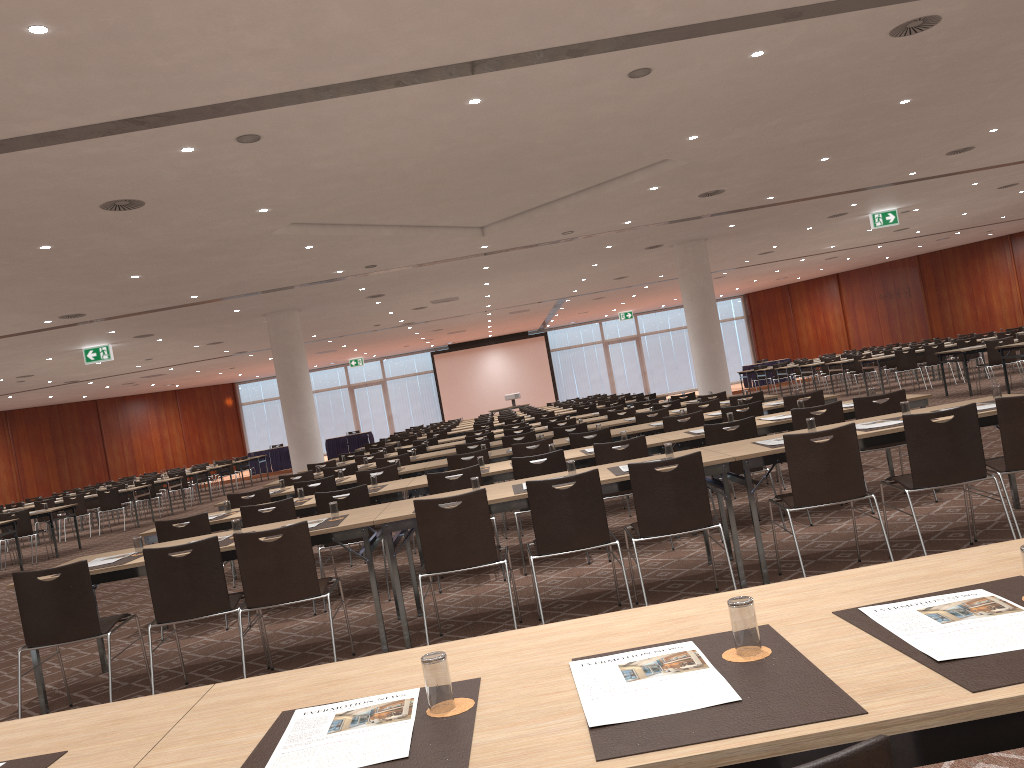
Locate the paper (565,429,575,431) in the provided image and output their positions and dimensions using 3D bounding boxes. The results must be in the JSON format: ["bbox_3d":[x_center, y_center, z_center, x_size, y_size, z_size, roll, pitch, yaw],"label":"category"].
[{"bbox_3d":[0.710,0.626,11.881,0.283,0.006,0.398,-10,-1,-1],"label":"paper"}]

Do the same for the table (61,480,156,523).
[{"bbox_3d":[-11.422,3.305,25.222,2.267,0.833,0.953,-10,0,-1],"label":"table"}]

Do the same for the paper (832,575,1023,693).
[{"bbox_3d":[0.982,0.483,1.781,0.460,0.003,0.565,-10,-1,-3],"label":"paper"}]

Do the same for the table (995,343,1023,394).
[{"bbox_3d":[9.138,-0.396,14.137,2.267,0.833,0.953,-10,0,-1],"label":"table"}]

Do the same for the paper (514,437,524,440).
[{"bbox_3d":[0.100,0.733,11.863,0.283,0.006,0.398,-10,-1,-3],"label":"paper"}]

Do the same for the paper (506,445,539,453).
[{"bbox_3d":[0.166,0.705,9.825,0.460,0.003,0.565,-10,-1,1],"label":"paper"}]

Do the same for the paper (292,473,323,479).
[{"bbox_3d":[-2.730,1.230,11.745,0.460,0.003,0.565,-10,-1,-1],"label":"paper"}]

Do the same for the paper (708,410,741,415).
[{"bbox_3d":[2.369,0.317,9.903,0.283,0.006,0.398,-10,-1,-4],"label":"paper"}]

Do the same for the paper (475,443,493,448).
[{"bbox_3d":[-0.487,0.838,11.794,0.460,0.003,0.565,-10,-1,0],"label":"paper"}]

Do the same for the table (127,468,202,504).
[{"bbox_3d":[-11.501,3.358,29.221,2.267,0.833,0.953,-10,0,-1],"label":"table"}]

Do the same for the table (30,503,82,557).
[{"bbox_3d":[-8.999,2.789,15.769,2.267,0.833,0.953,-10,0,-1],"label":"table"}]

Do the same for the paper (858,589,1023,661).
[{"bbox_3d":[0.928,0.489,1.830,0.283,0.006,0.398,-10,-1,1],"label":"paper"}]

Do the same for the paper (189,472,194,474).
[{"bbox_3d":[-8.597,2.367,23.130,0.460,0.003,0.565,-10,-1,-1],"label":"paper"}]

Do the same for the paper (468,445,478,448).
[{"bbox_3d":[-0.561,0.848,11.873,0.283,0.006,0.398,-10,-1,0],"label":"paper"}]

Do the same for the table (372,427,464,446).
[{"bbox_3d":[-2.216,1.659,21.408,2.267,0.833,0.953,-10,0,-1],"label":"table"}]

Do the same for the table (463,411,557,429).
[{"bbox_3d":[0.020,1.269,21.453,2.267,0.833,0.953,-10,0,-1],"label":"table"}]

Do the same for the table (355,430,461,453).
[{"bbox_3d":[-2.176,1.633,19.408,2.267,0.833,0.953,-10,0,-1],"label":"table"}]

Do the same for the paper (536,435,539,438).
[{"bbox_3d":[0.146,0.728,11.782,0.460,0.003,0.565,-10,-1,0],"label":"paper"}]

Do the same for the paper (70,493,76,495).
[{"bbox_3d":[-11.435,2.862,23.071,0.460,0.003,0.565,-10,-1,-1],"label":"paper"}]

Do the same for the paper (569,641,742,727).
[{"bbox_3d":[0.274,0.603,1.812,0.283,0.006,0.398,-10,-1,-2],"label":"paper"}]

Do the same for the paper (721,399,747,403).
[{"bbox_3d":[2.972,0.232,11.942,0.283,0.006,0.398,-10,-1,0],"label":"paper"}]

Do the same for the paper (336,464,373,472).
[{"bbox_3d":[-2.098,1.120,11.766,0.460,0.003,0.565,-10,-1,-1],"label":"paper"}]

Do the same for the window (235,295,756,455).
[{"bbox_3d":[-0.619,-0.115,39.420,22.960,3.872,0.217,-10,0,-1],"label":"window"}]

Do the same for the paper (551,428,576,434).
[{"bbox_3d":[0.765,0.620,11.819,0.460,0.003,0.565,-10,-1,-3],"label":"paper"}]

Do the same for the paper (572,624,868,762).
[{"bbox_3d":[0.365,0.591,1.758,0.460,0.003,0.565,-10,-1,0],"label":"paper"}]

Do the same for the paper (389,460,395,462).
[{"bbox_3d":[-1.519,1.015,11.819,0.283,0.006,0.398,-10,-1,0],"label":"paper"}]

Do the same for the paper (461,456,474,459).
[{"bbox_3d":[-0.503,0.818,9.872,0.283,0.006,0.398,-10,-1,-2],"label":"paper"}]

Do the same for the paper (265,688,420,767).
[{"bbox_3d":[-0.339,0.710,1.815,0.283,0.006,0.398,-10,-1,-3],"label":"paper"}]

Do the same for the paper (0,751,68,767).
[{"bbox_3d":[-1.243,0.871,1.737,0.460,0.003,0.565,-10,-1,2],"label":"paper"}]

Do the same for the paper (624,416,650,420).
[{"bbox_3d":[1.680,0.457,11.895,0.283,0.006,0.398,-10,-1,-2],"label":"paper"}]

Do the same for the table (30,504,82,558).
[{"bbox_3d":[-8.999,2.789,15.769,2.267,0.833,0.953,-10,0,-1],"label":"table"}]

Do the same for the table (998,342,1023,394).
[{"bbox_3d":[9.138,-0.396,14.137,2.267,0.833,0.953,-10,0,-1],"label":"table"}]

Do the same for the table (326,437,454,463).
[{"bbox_3d":[-2.107,1.586,15.909,2.267,0.833,0.953,-10,0,-1],"label":"table"}]

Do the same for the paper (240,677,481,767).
[{"bbox_3d":[-0.300,0.707,1.740,0.460,0.003,0.565,-10,-1,1],"label":"paper"}]

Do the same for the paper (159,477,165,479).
[{"bbox_3d":[-9.268,2.481,23.205,0.283,0.006,0.398,-10,-1,-3],"label":"paper"}]

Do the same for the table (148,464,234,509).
[{"bbox_3d":[-9.186,2.915,25.267,2.267,0.833,0.953,-10,0,-1],"label":"table"}]

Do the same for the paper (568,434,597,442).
[{"bbox_3d":[0.836,0.588,9.832,0.460,0.003,0.565,-10,-1,1],"label":"paper"}]

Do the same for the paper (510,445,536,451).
[{"bbox_3d":[0.115,0.710,9.869,0.283,0.006,0.398,-10,-1,-2],"label":"paper"}]

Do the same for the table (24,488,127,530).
[{"bbox_3d":[-11.383,3.279,23.223,2.267,0.833,0.953,-10,0,-1],"label":"table"}]

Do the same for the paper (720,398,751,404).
[{"bbox_3d":[2.998,0.230,11.849,0.460,0.003,0.565,-10,-1,-3],"label":"paper"}]

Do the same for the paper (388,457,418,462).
[{"bbox_3d":[-1.478,1.011,11.774,0.460,0.003,0.565,-10,-1,-1],"label":"paper"}]

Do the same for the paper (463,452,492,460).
[{"bbox_3d":[-0.458,0.814,9.793,0.460,0.003,0.565,-10,-1,0],"label":"paper"}]

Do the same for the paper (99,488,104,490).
[{"bbox_3d":[-10.816,2.754,23.084,0.460,0.003,0.565,-10,-1,1],"label":"paper"}]

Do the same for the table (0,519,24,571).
[{"bbox_3d":[-8.959,2.762,13.770,2.267,0.833,0.953,-10,0,-1],"label":"table"}]

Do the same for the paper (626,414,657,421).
[{"bbox_3d":[1.751,0.448,11.846,0.460,0.003,0.565,-10,-1,-1],"label":"paper"}]

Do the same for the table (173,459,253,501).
[{"bbox_3d":[-9.226,2.942,27.267,2.267,0.833,0.953,-10,0,-1],"label":"table"}]

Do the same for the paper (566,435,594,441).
[{"bbox_3d":[0.751,0.599,9.865,0.283,0.006,0.398,-10,-1,-2],"label":"paper"}]

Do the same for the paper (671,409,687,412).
[{"bbox_3d":[2.314,0.346,11.905,0.283,0.006,0.398,-10,-1,-4],"label":"paper"}]

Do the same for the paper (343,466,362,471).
[{"bbox_3d":[-2.147,1.125,11.824,0.283,0.006,0.398,-10,-1,-2],"label":"paper"}]

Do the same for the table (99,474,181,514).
[{"bbox_3d":[-11.462,3.332,27.222,2.267,0.833,0.953,-10,0,-1],"label":"table"}]

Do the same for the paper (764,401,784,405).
[{"bbox_3d":[3.012,0.205,9.928,0.283,0.006,0.398,-10,-1,-4],"label":"paper"}]

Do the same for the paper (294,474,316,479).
[{"bbox_3d":[-2.769,1.233,11.816,0.283,0.006,0.398,-10,-1,-1],"label":"paper"}]

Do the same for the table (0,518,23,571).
[{"bbox_3d":[-8.959,2.762,13.770,2.267,0.833,0.953,-10,0,-1],"label":"table"}]

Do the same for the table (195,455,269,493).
[{"bbox_3d":[-9.266,2.968,29.267,2.267,0.833,0.953,-10,0,-1],"label":"table"}]

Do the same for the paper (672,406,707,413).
[{"bbox_3d":[2.368,0.340,11.848,0.460,0.003,0.565,-10,-1,-2],"label":"paper"}]

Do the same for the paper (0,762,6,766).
[{"bbox_3d":[-1.291,0.877,1.811,0.283,0.006,0.398,-10,-1,3],"label":"paper"}]

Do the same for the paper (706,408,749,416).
[{"bbox_3d":[2.422,0.311,9.851,0.460,0.003,0.565,-10,-1,0],"label":"paper"}]

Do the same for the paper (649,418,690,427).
[{"bbox_3d":[1.778,0.424,9.839,0.460,0.003,0.565,-10,-1,-2],"label":"paper"}]

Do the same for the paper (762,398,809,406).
[{"bbox_3d":[3.079,0.197,9.875,0.460,0.003,0.565,-10,-1,2],"label":"paper"}]
